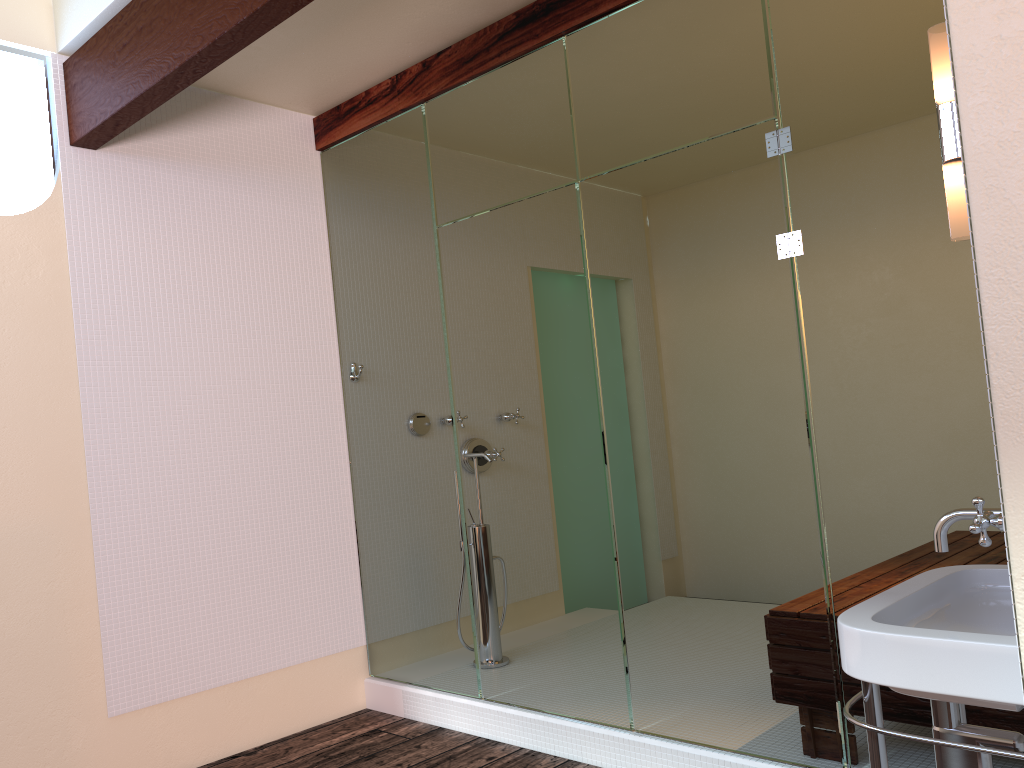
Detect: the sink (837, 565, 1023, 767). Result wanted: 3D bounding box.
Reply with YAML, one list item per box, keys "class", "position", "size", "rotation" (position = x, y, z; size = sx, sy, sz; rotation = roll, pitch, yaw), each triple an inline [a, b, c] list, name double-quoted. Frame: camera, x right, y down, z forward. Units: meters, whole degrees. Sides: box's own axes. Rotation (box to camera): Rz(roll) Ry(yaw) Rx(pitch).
- class: "sink"
  position: [0.864, 0.804, 1.551]
  size: [0.347, 0.784, 0.680]
  rotation: [-7, -3, 43]

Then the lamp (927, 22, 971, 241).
- class: "lamp"
  position: [0.696, -0.433, 1.351]
  size: [0.083, 0.365, 0.131]
  rotation: [-6, -2, 43]

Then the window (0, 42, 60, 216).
- class: "window"
  position: [-1.023, -1.079, 1.084]
  size: [3.526, 0.675, 2.105]
  rotation: [-8, -5, 43]

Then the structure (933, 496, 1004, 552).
- class: "structure"
  position: [0.837, 0.261, 1.511]
  size: [0.237, 0.122, 0.297]
  rotation: [-8, -4, 43]
